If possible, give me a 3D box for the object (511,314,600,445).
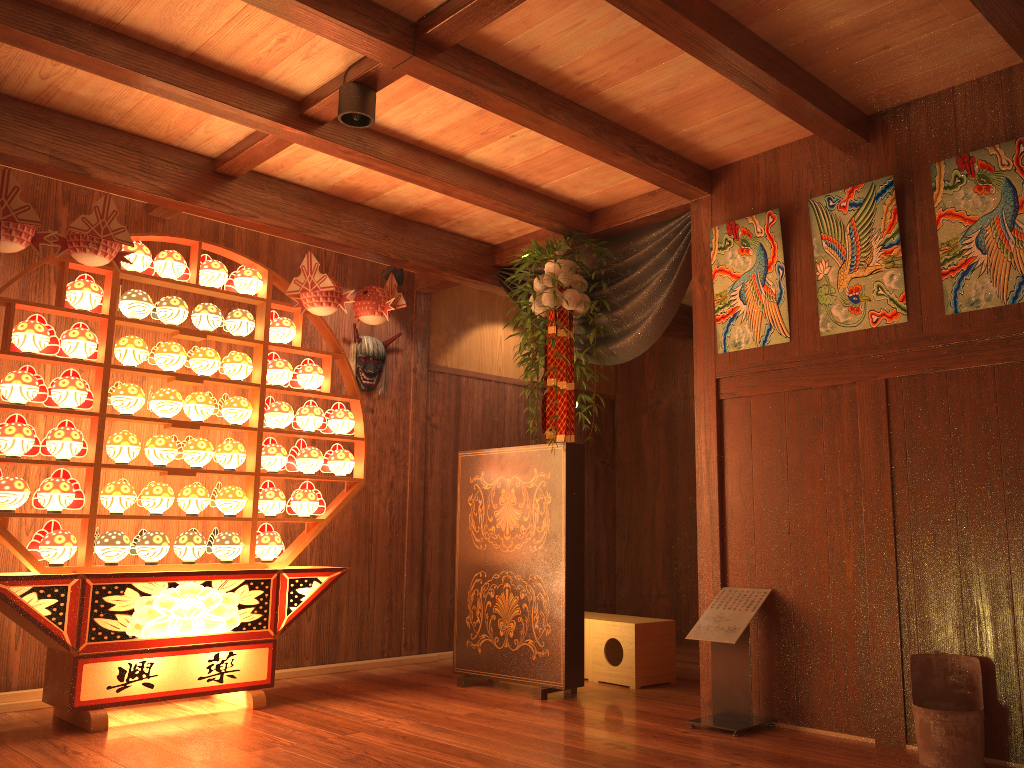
[{"bbox_3d":[0.248,-0.052,5.701,0.524,1.260,0.766,-5,-12,32],"label":"object"}]

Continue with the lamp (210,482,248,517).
[{"bbox_3d":[-1.358,0.561,4.299,0.155,0.173,0.141,-1,-10,11],"label":"lamp"}]

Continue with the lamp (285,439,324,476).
[{"bbox_3d":[-1.050,0.381,4.623,0.152,0.200,0.206,-5,-11,31],"label":"lamp"}]

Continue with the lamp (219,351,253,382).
[{"bbox_3d":[-1.360,-0.093,4.397,0.144,0.173,0.152,8,-12,-38],"label":"lamp"}]

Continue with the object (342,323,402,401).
[{"bbox_3d":[-0.882,-0.123,5.572,0.376,0.453,0.133,10,-13,-43],"label":"object"}]

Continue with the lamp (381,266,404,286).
[{"bbox_3d":[-0.698,-0.669,5.228,0.139,0.177,0.170,5,-11,-23],"label":"lamp"}]

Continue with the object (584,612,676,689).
[{"bbox_3d":[0.375,1.521,5.192,0.337,0.330,1.247,8,-13,-38],"label":"object"}]

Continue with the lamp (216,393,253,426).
[{"bbox_3d":[-1.353,0.127,4.374,0.154,0.173,0.142,-2,-10,16],"label":"lamp"}]

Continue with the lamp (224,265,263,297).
[{"bbox_3d":[-1.335,-0.531,4.490,0.196,0.188,0.152,8,-12,-38],"label":"lamp"}]

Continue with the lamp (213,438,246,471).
[{"bbox_3d":[-1.371,0.341,4.319,0.144,0.173,0.152,6,-11,-28],"label":"lamp"}]

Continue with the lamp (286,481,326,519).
[{"bbox_3d":[-1.071,0.596,4.570,0.202,0.200,0.155,2,-10,-9],"label":"lamp"}]

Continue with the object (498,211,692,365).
[{"bbox_3d":[0.442,-0.465,4.865,0.098,0.751,1.449,10,-14,-43],"label":"object"}]

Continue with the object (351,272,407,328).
[{"bbox_3d":[-0.739,-0.470,4.733,0.354,0.318,0.235,-8,-13,41],"label":"object"}]

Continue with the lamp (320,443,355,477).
[{"bbox_3d":[-0.914,0.408,4.749,0.188,0.192,0.152,7,-12,-33],"label":"lamp"}]

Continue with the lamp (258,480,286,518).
[{"bbox_3d":[-1.206,0.576,4.441,0.192,0.194,0.152,7,-12,-33],"label":"lamp"}]

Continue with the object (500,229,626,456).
[{"bbox_3d":[0.261,-0.227,4.687,0.688,1.260,0.588,-6,-12,35],"label":"object"}]

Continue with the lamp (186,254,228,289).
[{"bbox_3d":[-1.470,-0.560,4.365,0.152,0.200,0.207,-7,-12,36],"label":"lamp"}]

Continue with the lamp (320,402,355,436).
[{"bbox_3d":[-0.919,0.185,4.780,0.206,0.200,0.152,6,-11,-28],"label":"lamp"}]

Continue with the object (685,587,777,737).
[{"bbox_3d":[0.919,1.152,3.724,0.311,0.560,0.242,10,-13,-43],"label":"object"}]

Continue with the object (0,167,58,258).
[{"bbox_3d":[-2.019,-0.675,3.524,0.373,0.311,0.233,4,-10,-18],"label":"object"}]

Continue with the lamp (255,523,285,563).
[{"bbox_3d":[-1.213,0.790,4.404,0.200,0.197,0.152,6,-11,-28],"label":"lamp"}]

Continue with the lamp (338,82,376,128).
[{"bbox_3d":[-0.597,-1.073,3.408,0.139,0.120,0.140,0,-10,1],"label":"lamp"}]

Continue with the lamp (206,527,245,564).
[{"bbox_3d":[-1.363,0.778,4.263,0.155,0.173,0.141,-1,-10,11],"label":"lamp"}]

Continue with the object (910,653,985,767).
[{"bbox_3d":[1.536,1.150,3.115,0.230,0.359,0.239,-2,-10,17],"label":"object"}]

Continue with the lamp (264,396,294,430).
[{"bbox_3d":[-1.184,0.148,4.531,0.153,0.187,0.194,-4,-11,26],"label":"lamp"}]

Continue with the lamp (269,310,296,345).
[{"bbox_3d":[-1.188,-0.295,4.596,0.152,0.200,0.206,-5,-11,31],"label":"lamp"}]

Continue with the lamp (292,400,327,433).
[{"bbox_3d":[-1.063,0.166,4.648,0.184,0.191,0.154,3,-10,-14],"label":"lamp"}]

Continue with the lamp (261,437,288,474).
[{"bbox_3d":[-1.205,0.358,4.476,0.195,0.195,0.152,7,-12,-33],"label":"lamp"}]

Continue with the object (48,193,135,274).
[{"bbox_3d":[-1.779,-0.643,3.759,0.360,0.306,0.208,10,-13,-43],"label":"object"}]

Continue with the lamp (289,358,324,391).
[{"bbox_3d":[-1.063,-0.054,4.679,0.195,0.195,0.152,6,-11,-28],"label":"lamp"}]

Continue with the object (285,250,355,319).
[{"bbox_3d":[-0.972,-0.497,4.510,0.356,0.314,0.247,-4,-11,23],"label":"object"}]

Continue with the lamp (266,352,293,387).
[{"bbox_3d":[-1.196,-0.079,4.553,0.207,0.200,0.152,10,-13,-43],"label":"lamp"}]

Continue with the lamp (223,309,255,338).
[{"bbox_3d":[-1.361,-0.310,4.432,0.144,0.173,0.152,6,-11,-28],"label":"lamp"}]
